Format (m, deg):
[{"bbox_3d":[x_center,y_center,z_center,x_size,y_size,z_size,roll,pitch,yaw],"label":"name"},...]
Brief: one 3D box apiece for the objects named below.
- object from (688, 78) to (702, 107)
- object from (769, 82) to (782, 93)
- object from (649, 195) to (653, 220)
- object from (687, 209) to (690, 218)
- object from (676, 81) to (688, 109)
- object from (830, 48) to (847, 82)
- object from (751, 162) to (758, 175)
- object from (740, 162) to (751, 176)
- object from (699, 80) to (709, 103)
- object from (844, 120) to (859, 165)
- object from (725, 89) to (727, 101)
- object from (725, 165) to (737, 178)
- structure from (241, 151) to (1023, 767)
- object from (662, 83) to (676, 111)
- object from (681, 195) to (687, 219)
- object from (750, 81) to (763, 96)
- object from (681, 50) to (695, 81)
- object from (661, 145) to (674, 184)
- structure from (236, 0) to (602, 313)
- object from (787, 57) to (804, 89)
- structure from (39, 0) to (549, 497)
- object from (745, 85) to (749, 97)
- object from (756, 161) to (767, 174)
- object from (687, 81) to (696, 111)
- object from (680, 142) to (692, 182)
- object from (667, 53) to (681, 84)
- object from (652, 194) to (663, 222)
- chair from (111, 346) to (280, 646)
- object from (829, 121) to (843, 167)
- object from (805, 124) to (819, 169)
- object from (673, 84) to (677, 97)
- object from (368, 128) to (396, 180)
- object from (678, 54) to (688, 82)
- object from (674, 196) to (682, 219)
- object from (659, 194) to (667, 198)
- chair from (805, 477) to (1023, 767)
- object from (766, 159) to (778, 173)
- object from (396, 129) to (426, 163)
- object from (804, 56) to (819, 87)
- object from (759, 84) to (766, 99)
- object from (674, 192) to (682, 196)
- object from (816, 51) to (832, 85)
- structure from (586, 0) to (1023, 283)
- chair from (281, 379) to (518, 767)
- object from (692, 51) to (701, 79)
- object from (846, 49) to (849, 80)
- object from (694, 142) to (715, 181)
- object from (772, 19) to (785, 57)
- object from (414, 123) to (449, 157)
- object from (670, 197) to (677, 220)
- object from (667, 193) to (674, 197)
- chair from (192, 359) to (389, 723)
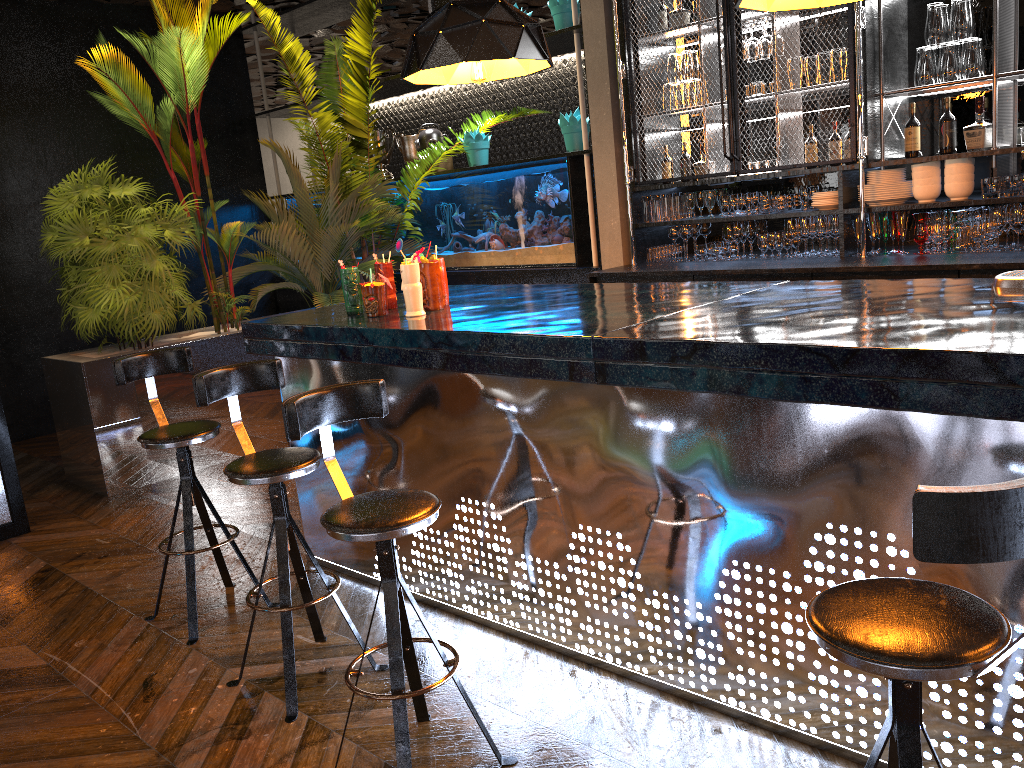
[{"bbox_3d":[1.185,-1.885,5.753,0.092,0.182,0.092,4,15,39],"label":"object"},{"bbox_3d":[1.625,-1.819,5.463,0.077,0.080,0.077,4,15,40],"label":"object"},{"bbox_3d":[0.960,-1.193,6.021,0.067,0.174,0.067,-7,12,-5],"label":"object"},{"bbox_3d":[1.180,-1.205,6.023,0.058,0.152,0.051,-10,12,-20],"label":"object"},{"bbox_3d":[1.121,-1.894,5.830,0.092,0.182,0.092,4,15,39],"label":"object"},{"bbox_3d":[1.863,-1.812,5.054,0.092,0.182,0.092,4,15,39],"label":"object"},{"bbox_3d":[1.548,-1.385,5.710,0.077,0.080,0.077,-7,12,-6],"label":"object"},{"bbox_3d":[1.464,-1.348,5.574,0.077,0.080,0.077,1,13,30],"label":"object"},{"bbox_3d":[1.244,-1.907,5.828,0.092,0.182,0.092,4,15,39],"label":"object"},{"bbox_3d":[1.972,-1.408,5.155,0.075,0.260,0.075,-5,12,4],"label":"object"},{"bbox_3d":[1.388,-1.823,5.602,0.077,0.080,0.077,-13,14,-32],"label":"object"},{"bbox_3d":[1.398,-1.358,5.654,0.077,0.080,0.077,-7,12,-6],"label":"object"},{"bbox_3d":[1.398,0.115,2.344,6.009,1.685,1.214,5,16,44],"label":"structure"},{"bbox_3d":[1.046,-1.901,5.902,0.092,0.182,0.092,4,15,39],"label":"object"},{"bbox_3d":[1.151,-1.192,5.972,0.058,0.152,0.051,-10,12,-18],"label":"object"},{"bbox_3d":[1.487,-1.788,5.382,0.077,0.080,0.077,4,15,40],"label":"object"},{"bbox_3d":[1.141,-2.070,5.765,0.092,0.182,0.092,4,15,39],"label":"object"},{"bbox_3d":[1.055,-1.494,6.038,0.075,0.261,0.075,-5,12,4],"label":"object"},{"bbox_3d":[-0.754,-1.819,7.721,4.269,3.734,0.705,5,16,44],"label":"structure"},{"bbox_3d":[1.673,-1.829,5.233,0.092,0.182,0.092,4,15,39],"label":"object"},{"bbox_3d":[-1.649,-1.482,6.964,4.073,3.561,1.873,-17,16,-42],"label":"structure"},{"bbox_3d":[1.434,-1.808,5.505,0.077,0.080,0.077,-1,13,23],"label":"object"},{"bbox_3d":[1.579,-1.361,5.580,0.077,0.080,0.077,-4,12,10],"label":"object"},{"bbox_3d":[1.182,-1.915,5.900,0.092,0.182,0.092,4,15,39],"label":"object"},{"bbox_3d":[1.156,-1.477,5.904,0.075,0.260,0.075,-8,12,-11],"label":"object"},{"bbox_3d":[1.063,-2.075,5.830,0.092,0.182,0.092,4,15,39],"label":"object"},{"bbox_3d":[0.972,-1.174,5.923,0.067,0.174,0.067,-7,12,-6],"label":"object"},{"bbox_3d":[-1.345,0.425,3.668,0.476,1.108,0.419,5,16,44],"label":"chair"},{"bbox_3d":[1.912,-1.420,5.241,0.075,0.260,0.075,-5,12,4],"label":"object"},{"bbox_3d":[1.798,-1.423,5.321,0.075,0.261,0.075,-5,12,4],"label":"object"},{"bbox_3d":[1.109,-1.924,5.979,0.092,0.182,0.092,4,15,39],"label":"object"},{"bbox_3d":[-1.223,-2.105,8.220,0.250,0.472,0.458,-10,12,-18],"label":"object"},{"bbox_3d":[1.126,-2.097,5.901,0.092,0.182,0.092,4,15,39],"label":"object"},{"bbox_3d":[1.108,-1.179,5.933,0.058,0.152,0.051,-5,12,6],"label":"object"},{"bbox_3d":[1.019,-1.191,5.981,0.067,0.174,0.067,-10,12,-19],"label":"object"},{"bbox_3d":[0.719,0.644,1.563,0.419,1.108,0.476,-13,13,-29],"label":"chair"},{"bbox_3d":[1.607,-1.343,5.477,0.077,0.080,0.077,2,14,32],"label":"object"},{"bbox_3d":[-0.874,-2.041,7.895,0.232,0.398,0.378,-9,12,-15],"label":"object"},{"bbox_3d":[1.782,-1.847,5.264,0.092,0.182,0.092,4,15,39],"label":"object"},{"bbox_3d":[1.546,-1.825,5.531,0.077,0.080,0.077,-4,12,9],"label":"object"},{"bbox_3d":[1.139,-1.230,6.106,0.067,0.174,0.067,-7,12,-5],"label":"object"},{"bbox_3d":[1.810,-1.823,5.134,0.092,0.182,0.092,4,15,39],"label":"object"},{"bbox_3d":[3.223,-1.305,3.665,6.750,3.553,1.143,5,16,44],"label":"structure"},{"bbox_3d":[-0.349,0.571,2.456,0.476,1.108,0.419,5,16,44],"label":"chair"},{"bbox_3d":[1.193,-2.087,5.823,0.092,0.182,0.092,4,15,39],"label":"object"},{"bbox_3d":[1.935,-1.831,5.112,0.092,0.182,0.092,4,15,39],"label":"object"},{"bbox_3d":[1.262,-1.461,5.817,0.108,0.244,0.108,-13,14,-31],"label":"object"},{"bbox_3d":[1.612,-2.101,5.381,0.081,0.213,0.081,-15,15,-38],"label":"object"},{"bbox_3d":[-0.689,-2.073,7.569,0.290,0.292,0.278,-8,12,-8],"label":"object"},{"bbox_3d":[1.063,-1.166,5.893,0.051,0.152,0.058,-16,15,-40],"label":"object"},{"bbox_3d":[1.080,-1.211,6.046,0.067,0.174,0.067,-5,12,5],"label":"object"},{"bbox_3d":[-0.801,0.495,3.055,0.476,1.108,0.419,5,16,44],"label":"chair"}]
